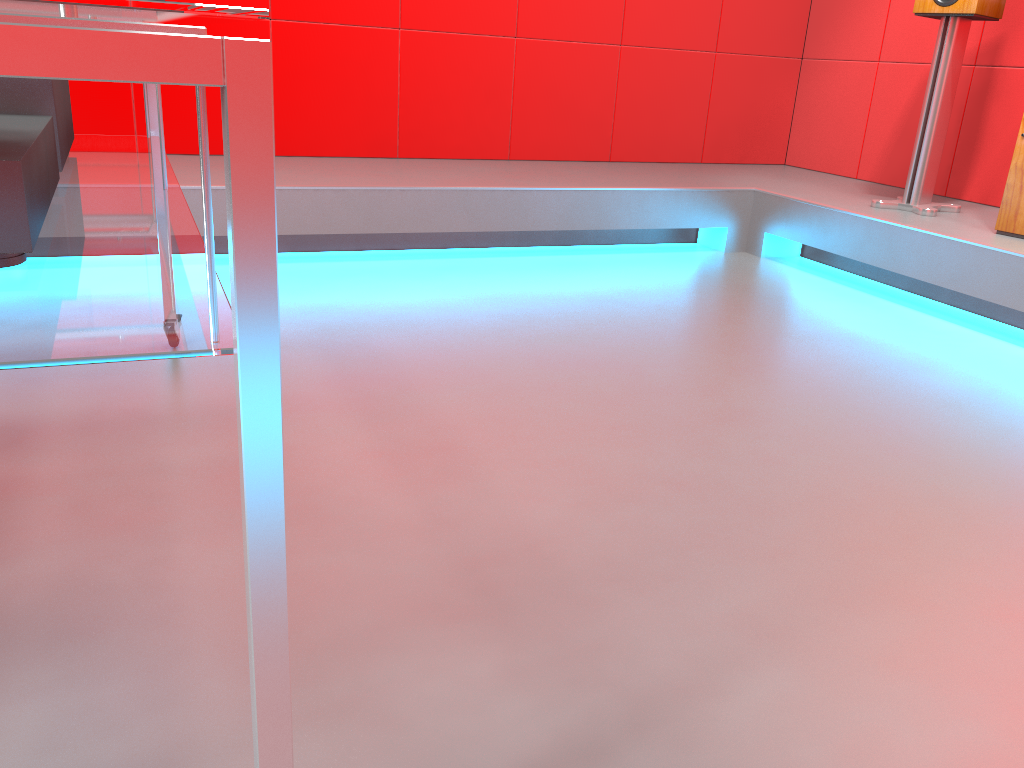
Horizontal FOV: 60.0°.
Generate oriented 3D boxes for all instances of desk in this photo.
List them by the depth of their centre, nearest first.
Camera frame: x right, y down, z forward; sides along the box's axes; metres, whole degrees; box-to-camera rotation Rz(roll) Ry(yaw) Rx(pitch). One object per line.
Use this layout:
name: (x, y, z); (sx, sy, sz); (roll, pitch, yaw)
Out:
desk: (-0.709, -0.125, 1.167); (0.594, 0.690, 1.617); (-5, 22, -22)

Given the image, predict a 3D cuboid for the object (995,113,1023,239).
object: (1.681, -0.945, 2.563); (0.238, 1.052, 0.203); (-9, 24, -32)

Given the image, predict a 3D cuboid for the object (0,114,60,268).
object: (-0.651, -0.197, 0.849); (0.365, 0.092, 0.435); (-5, 22, -22)

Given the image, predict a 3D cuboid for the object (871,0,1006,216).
object: (1.482, -1.124, 3.006); (0.265, 1.058, 0.231); (-15, 27, -41)

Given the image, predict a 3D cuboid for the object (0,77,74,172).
object: (-0.842, -0.396, 1.259); (0.371, 0.158, 0.431); (-5, 22, -22)
